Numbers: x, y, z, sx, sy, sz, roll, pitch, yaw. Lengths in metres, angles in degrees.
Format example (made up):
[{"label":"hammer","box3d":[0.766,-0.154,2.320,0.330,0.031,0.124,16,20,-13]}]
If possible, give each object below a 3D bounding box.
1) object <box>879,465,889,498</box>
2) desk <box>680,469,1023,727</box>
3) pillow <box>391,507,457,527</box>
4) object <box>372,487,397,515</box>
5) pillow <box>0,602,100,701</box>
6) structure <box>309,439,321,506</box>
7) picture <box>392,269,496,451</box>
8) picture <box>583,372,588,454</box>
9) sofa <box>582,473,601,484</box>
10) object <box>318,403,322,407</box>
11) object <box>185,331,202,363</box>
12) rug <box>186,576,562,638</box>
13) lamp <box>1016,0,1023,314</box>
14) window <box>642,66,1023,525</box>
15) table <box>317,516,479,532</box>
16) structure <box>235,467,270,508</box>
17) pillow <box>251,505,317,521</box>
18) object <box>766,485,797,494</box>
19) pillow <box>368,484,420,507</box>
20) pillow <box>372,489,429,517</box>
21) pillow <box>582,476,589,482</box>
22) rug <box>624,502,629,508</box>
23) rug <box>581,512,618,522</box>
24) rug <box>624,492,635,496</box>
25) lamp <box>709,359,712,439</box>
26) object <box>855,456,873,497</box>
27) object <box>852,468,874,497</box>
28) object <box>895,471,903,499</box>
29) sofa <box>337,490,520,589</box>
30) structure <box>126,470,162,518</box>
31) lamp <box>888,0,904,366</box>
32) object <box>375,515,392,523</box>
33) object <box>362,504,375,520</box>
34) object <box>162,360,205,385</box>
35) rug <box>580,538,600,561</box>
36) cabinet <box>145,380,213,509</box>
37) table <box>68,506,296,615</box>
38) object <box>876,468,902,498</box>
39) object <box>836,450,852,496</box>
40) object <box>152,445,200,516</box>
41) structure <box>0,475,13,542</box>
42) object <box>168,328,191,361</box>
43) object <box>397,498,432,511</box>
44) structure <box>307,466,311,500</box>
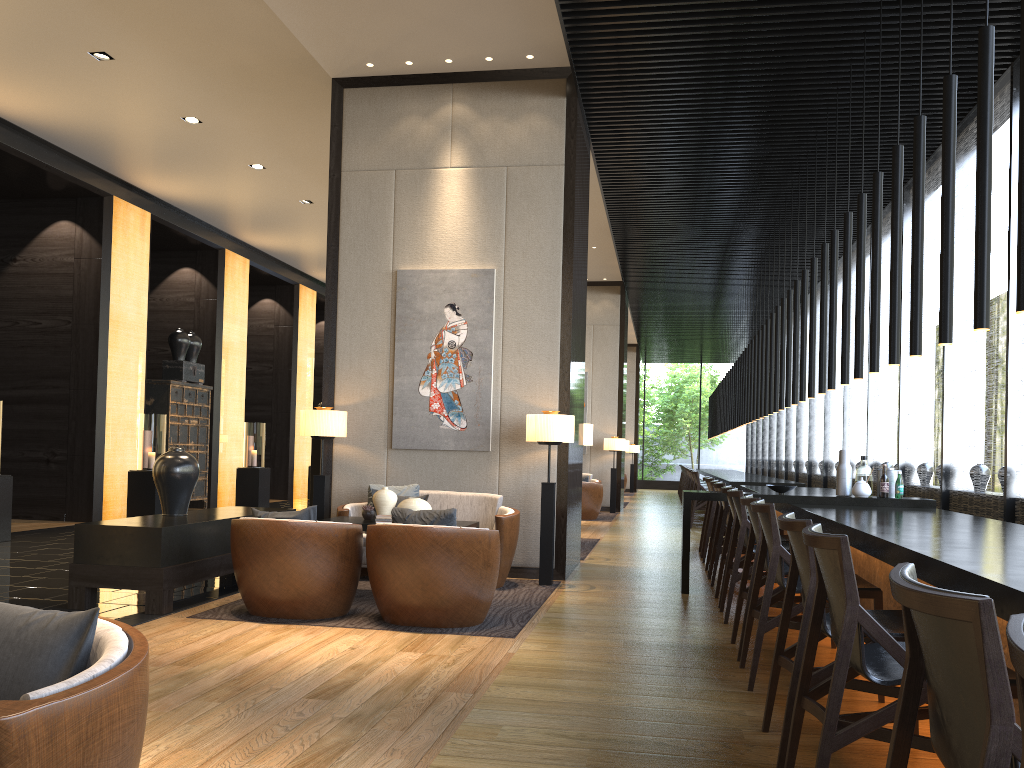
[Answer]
[{"label":"object","box3d":[2.719,0.712,6.468,0.067,0.237,0.067,1,-1,3]},{"label":"desk","box3d":[3.017,1.611,11.487,1.779,0.758,28.806,1,-4,10]},{"label":"pillow","box3d":[-0.502,0.882,5.078,0.399,0.362,0.222,1,-2,10]},{"label":"object","box3d":[-0.885,0.836,6.162,0.171,0.235,0.171,-1,-3,45]},{"label":"pillow","box3d":[-1.118,0.630,1.988,0.441,0.338,0.205,1,-2,17]},{"label":"structure","box3d":[-1.698,0.998,8.139,0.240,1.216,0.240,1,-1,10]},{"label":"picture","box3d":[-0.568,-0.203,7.353,0.834,1.500,0.037,1,-1,10]},{"label":"picture","box3d":[0.952,0.523,16.163,0.834,1.500,0.037,1,-1,10]},{"label":"sofa","box3d":[0.860,1.917,15.702,1.448,0.692,0.604,1,-3,10]},{"label":"object","box3d":[-1.698,0.273,8.160,0.176,0.245,0.116,1,-2,10]},{"label":"object","box3d":[-4.858,-0.557,13.400,0.311,0.492,0.312,2,-2,-9]},{"label":"rug","box3d":[-0.759,1.472,6.129,1.957,0.008,2.247,1,-5,10]},{"label":"lamp","box3d":[1.903,-1.467,3.250,0.060,2.417,0.060,1,-1,15]},{"label":"window","box3d":[-1.065,-0.134,12.756,12.050,4.220,31.966,1,-4,10]},{"label":"table","box3d":[-0.802,1.214,6.145,1.041,0.516,0.577,1,-3,10]},{"label":"structure","box3d":[-4.237,1.697,14.481,0.402,0.657,0.403,1,-2,10]},{"label":"pillow","box3d":[-1.349,0.875,5.222,0.441,0.338,0.205,1,-2,17]},{"label":"object","box3d":[2.035,0.800,6.688,0.227,0.067,0.228,1,-4,12]},{"label":"pillow","box3d":[-0.956,1.000,7.119,0.433,0.399,0.201,2,-2,-12]},{"label":"pillow","box3d":[-0.883,1.010,6.948,0.471,0.360,0.219,1,-2,7]},{"label":"pillow","box3d":[1.007,1.602,13.820,0.399,0.362,0.222,1,-2,10]},{"label":"rug","box3d":[1.395,2.499,18.606,2.040,0.008,2.247,1,-5,10]},{"label":"rug","box3d":[0.750,2.191,14.866,1.957,0.008,2.247,1,-5,10]},{"label":"rug","box3d":[2.270,2.917,23.673,1.957,0.008,2.247,1,-5,10]},{"label":"lamp","box3d":[5.815,0.400,25.910,0.060,2.417,0.060,1,-1,15]},{"label":"object","box3d":[2.642,0.691,6.648,0.129,0.305,0.129,2,-2,-4]},{"label":"object","box3d":[2.564,0.720,6.490,0.135,0.217,0.136,2,-2,-3]},{"label":"object","box3d":[2.805,0.731,6.413,0.056,0.197,0.056,1,-1,12]},{"label":"sofa","box3d":[-0.649,1.197,6.961,1.448,0.692,0.604,1,-3,10]},{"label":"structure","box3d":[-4.736,1.458,11.588,0.402,0.657,0.403,1,-2,10]},{"label":"lamp","box3d":[2.223,-1.314,5.101,0.060,2.417,0.060,1,-1,5]},{"label":"object","box3d":[-0.828,0.918,6.009,0.174,0.051,0.138,1,-4,6]},{"label":"object","box3d":[-1.020,0.903,6.275,0.092,0.112,0.091,3,-3,-28]},{"label":"object","box3d":[-4.890,-0.166,13.219,0.365,0.314,0.607,1,-4,10]},{"label":"rug","box3d":[-0.125,1.774,9.798,2.040,0.008,2.247,1,-5,10]},{"label":"cabinet","box3d":[-5.035,0.948,13.191,0.547,1.920,1.190,1,-2,10]},{"label":"table","box3d":[-2.194,1.182,6.242,0.620,0.512,1.965,1,-4,10]},{"label":"object","box3d":[2.797,0.731,6.567,0.168,0.219,0.169,1,-2,5]},{"label":"object","box3d":[2.489,0.665,6.631,0.113,0.344,0.113,1,-1,5]},{"label":"object","box3d":[-2.358,0.672,6.212,0.311,0.492,0.312,0,-2,29]},{"label":"structure","box3d":[-5.236,1.220,8.695,0.402,0.657,0.403,1,-2,10]},{"label":"object","box3d":[-4.915,-0.584,13.072,0.312,0.492,0.312,2,-2,-24]},{"label":"object","box3d":[-0.683,0.881,6.184,0.245,0.167,0.246,1,-3,13]},{"label":"structure","box3d":[-3.737,1.935,17.374,0.402,0.657,0.403,1,-2,10]}]
